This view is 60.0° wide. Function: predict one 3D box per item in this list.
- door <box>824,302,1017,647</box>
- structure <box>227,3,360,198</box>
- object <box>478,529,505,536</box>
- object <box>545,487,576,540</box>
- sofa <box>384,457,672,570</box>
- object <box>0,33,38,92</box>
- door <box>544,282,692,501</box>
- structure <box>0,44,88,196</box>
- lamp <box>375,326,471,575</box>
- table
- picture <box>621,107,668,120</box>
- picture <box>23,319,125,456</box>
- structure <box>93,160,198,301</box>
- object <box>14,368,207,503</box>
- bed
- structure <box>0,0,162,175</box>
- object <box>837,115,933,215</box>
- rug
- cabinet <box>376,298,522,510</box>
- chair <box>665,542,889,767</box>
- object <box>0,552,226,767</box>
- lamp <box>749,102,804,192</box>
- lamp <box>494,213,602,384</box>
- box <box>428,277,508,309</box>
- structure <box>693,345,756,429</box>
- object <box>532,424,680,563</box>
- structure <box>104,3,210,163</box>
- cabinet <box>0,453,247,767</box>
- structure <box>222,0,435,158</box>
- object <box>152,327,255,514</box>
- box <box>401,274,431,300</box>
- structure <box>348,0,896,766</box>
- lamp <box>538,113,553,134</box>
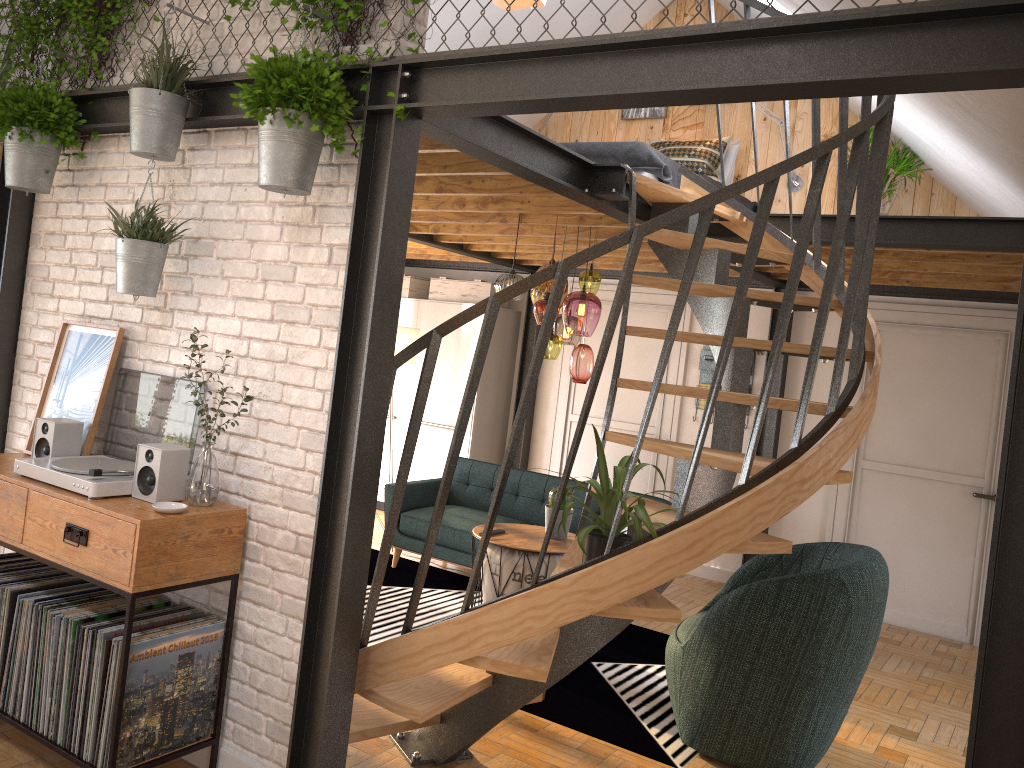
[{"bbox_3d":[2.906,0.590,6.286,1.203,2.300,0.088,7,0,32],"label":"door"},{"bbox_3d":[-0.725,-0.942,2.937,0.422,0.652,0.439,7,0,-27],"label":"structure"},{"bbox_3d":[-0.110,0.826,4.917,0.051,0.013,0.207,8,2,32],"label":"object"},{"bbox_3d":[0.267,0.726,5.016,0.190,0.295,0.173,7,0,6],"label":"object"},{"bbox_3d":[0.099,1.030,6.112,1.978,0.782,0.823,8,1,32],"label":"sofa"},{"bbox_3d":[-2.889,-1.703,4.983,0.528,0.592,0.457,7,1,15],"label":"object"},{"bbox_3d":[0.850,0.298,7.604,1.203,2.300,0.088,7,0,32],"label":"door"},{"bbox_3d":[-2.040,-1.128,3.781,0.422,0.652,0.439,7,0,-27],"label":"structure"},{"bbox_3d":[-0.377,0.496,6.336,2.365,1.718,0.569,8,1,41],"label":"lamp"},{"bbox_3d":[0.082,1.120,4.970,0.680,0.686,0.682,6,1,-18],"label":"table"},{"bbox_3d":[1.160,-2.554,7.616,0.422,0.554,0.017,7,0,32],"label":"picture"},{"bbox_3d":[-1.805,0.032,3.647,0.412,0.576,0.126,7,0,32],"label":"picture"},{"bbox_3d":[-1.390,-0.580,3.358,0.360,0.535,0.383,7,1,42],"label":"structure"},{"bbox_3d":[-1.494,0.163,3.296,0.789,0.415,0.414,8,1,32],"label":"object"},{"bbox_3d":[0.593,-1.575,6.564,2.127,1.021,2.285,8,2,32],"label":"bed"},{"bbox_3d":[-1.894,-1.726,3.919,2.132,1.679,0.430,7,0,33],"label":"structure"},{"bbox_3d":[2.526,-1.334,6.149,0.788,1.048,0.734,7,1,-18],"label":"object"},{"bbox_3d":[-0.318,1.408,5.292,3.509,0.010,1.697,8,2,32],"label":"rug"},{"bbox_3d":[-0.768,0.227,8.439,1.510,2.003,0.807,7,0,32],"label":"cabinet"},{"bbox_3d":[1.145,1.148,3.931,0.902,0.964,0.896,7,1,18],"label":"chair"},{"bbox_3d":[-1.698,1.027,3.321,1.316,0.574,0.404,8,1,32],"label":"object"},{"bbox_3d":[1.871,-1.944,6.870,0.849,0.814,0.194,7,0,-11],"label":"lamp"},{"bbox_3d":[0.237,-0.530,5.142,0.617,1.013,0.491,7,0,-17],"label":"lamp"},{"bbox_3d":[-0.388,-0.839,8.139,0.643,0.218,0.375,8,2,27],"label":"box"},{"bbox_3d":[1.668,0.192,7.090,0.443,1.077,0.099,7,0,32],"label":"structure"},{"bbox_3d":[0.331,0.379,3.000,0.529,0.592,0.457,7,1,20],"label":"object"},{"bbox_3d":[-1.341,-1.137,3.357,0.384,0.607,0.349,7,0,-5],"label":"structure"},{"bbox_3d":[-1.646,0.839,3.288,1.268,0.963,0.455,8,1,32],"label":"cabinet"},{"bbox_3d":[-0.454,-1.685,3.026,1.308,1.871,0.457,7,0,29],"label":"structure"},{"bbox_3d":[-1.101,0.113,3.079,0.290,0.621,0.296,7,0,-42],"label":"object"},{"bbox_3d":[-1.072,-0.935,8.557,0.643,0.218,0.375,8,2,42],"label":"box"},{"bbox_3d":[0.617,-0.317,3.621,2.243,3.819,1.632,6,0,-43],"label":"structure"},{"bbox_3d":[0.342,-2.161,7.847,0.194,0.814,0.851,7,1,-14],"label":"lamp"}]
